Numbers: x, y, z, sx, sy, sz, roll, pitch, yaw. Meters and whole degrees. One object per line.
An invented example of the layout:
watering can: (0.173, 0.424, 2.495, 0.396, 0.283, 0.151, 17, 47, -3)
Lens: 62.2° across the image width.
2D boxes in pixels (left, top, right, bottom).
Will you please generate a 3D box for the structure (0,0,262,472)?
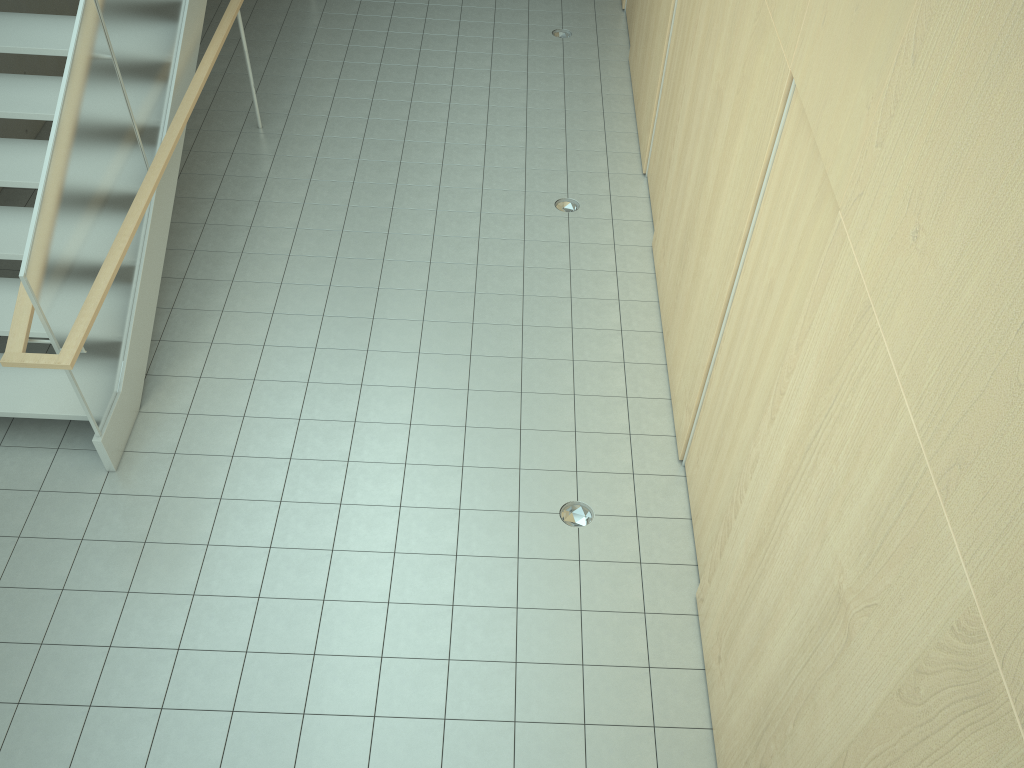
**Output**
structure: (-2.795, -5.096, 6.483, 1.887, 4.931, 10.842, 2, 50, -1)
